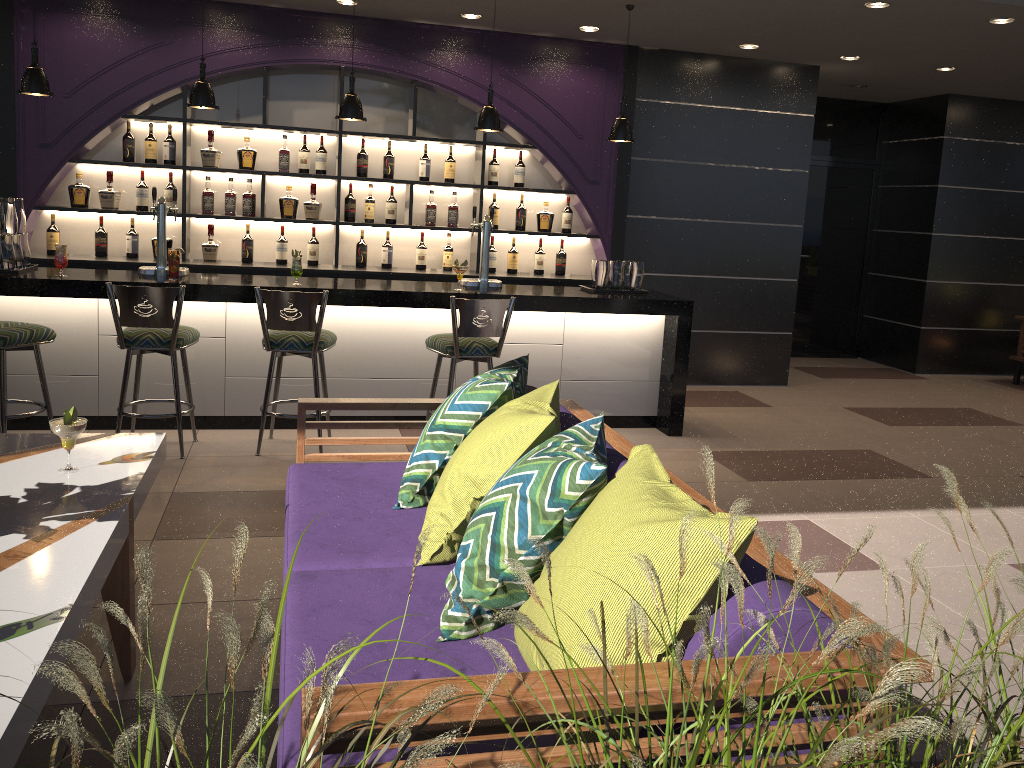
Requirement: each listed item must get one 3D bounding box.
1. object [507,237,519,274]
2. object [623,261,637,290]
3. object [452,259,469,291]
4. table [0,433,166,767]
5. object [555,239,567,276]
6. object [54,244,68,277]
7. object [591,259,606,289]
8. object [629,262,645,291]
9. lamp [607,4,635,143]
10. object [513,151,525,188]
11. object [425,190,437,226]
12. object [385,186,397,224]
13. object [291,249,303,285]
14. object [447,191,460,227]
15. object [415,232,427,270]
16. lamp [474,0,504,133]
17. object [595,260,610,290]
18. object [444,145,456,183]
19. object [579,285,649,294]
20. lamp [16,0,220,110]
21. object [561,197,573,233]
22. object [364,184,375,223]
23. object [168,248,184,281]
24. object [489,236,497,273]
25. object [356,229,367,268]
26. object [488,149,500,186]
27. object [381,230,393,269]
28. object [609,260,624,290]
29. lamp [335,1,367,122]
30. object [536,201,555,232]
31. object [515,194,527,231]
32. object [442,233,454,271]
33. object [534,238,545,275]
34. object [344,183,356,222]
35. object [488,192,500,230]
[{"bbox_3d":[0.008,-1.042,7.171,0.087,0.296,0.086,9,10,34],"label":"object"},{"bbox_3d":[0.818,-0.754,6.181,0.105,0.207,0.106,2,9,-9],"label":"object"},{"bbox_3d":[-0.324,-0.683,5.518,0.106,0.195,0.106,5,9,14],"label":"object"},{"bbox_3d":[-1.479,0.651,2.140,0.941,0.549,2.057,1,11,-14],"label":"table"},{"bbox_3d":[0.405,-1.043,7.285,0.087,0.296,0.086,9,10,34],"label":"object"},{"bbox_3d":[-2.532,-0.695,4.970,0.069,0.179,0.069,-4,11,-42],"label":"object"},{"bbox_3d":[0.597,-0.756,6.123,0.105,0.207,0.106,2,9,-9],"label":"object"},{"bbox_3d":[0.852,-0.731,6.073,0.105,0.207,0.106,2,9,-9],"label":"object"},{"bbox_3d":[0.737,-2.013,5.752,0.163,0.857,0.163,8,9,28],"label":"lamp"},{"bbox_3d":[0.064,-1.731,7.140,0.087,0.295,0.086,9,10,34],"label":"object"},{"bbox_3d":[-0.642,-1.395,7.018,0.083,0.279,0.083,1,8,-14],"label":"object"},{"bbox_3d":[-0.941,-1.398,6.910,0.087,0.296,0.086,9,10,34],"label":"object"},{"bbox_3d":[-1.283,-0.698,5.278,0.069,0.209,0.069,-2,10,-31],"label":"object"},{"bbox_3d":[-0.464,-1.389,7.043,0.083,0.279,0.083,4,8,6],"label":"object"},{"bbox_3d":[-0.716,-1.055,7.018,0.087,0.296,0.086,9,10,34],"label":"object"},{"bbox_3d":[-0.123,-2.021,5.538,0.163,0.857,0.163,8,9,28],"label":"lamp"},{"bbox_3d":[0.611,-0.734,6.016,0.105,0.207,0.106,2,9,-9],"label":"object"},{"bbox_3d":[-0.489,-1.735,7.001,0.087,0.296,0.086,9,10,34],"label":"object"},{"bbox_3d":[0.709,-0.655,6.132,0.437,0.018,0.275,1,12,-14],"label":"object"},{"bbox_3d":[-2.219,-2.040,5.017,1.080,0.857,0.194,1,8,-14],"label":"lamp"},{"bbox_3d":[0.454,-1.385,7.257,0.087,0.296,0.086,9,10,34],"label":"object"},{"bbox_3d":[-1.106,-1.406,6.892,0.080,0.297,0.081,2,8,-12],"label":"object"},{"bbox_3d":[-1.943,-0.693,5.111,0.084,0.188,0.067,5,8,11],"label":"object"},{"bbox_3d":[-0.165,-1.049,7.150,0.087,0.295,0.086,9,10,34],"label":"object"},{"bbox_3d":[-1.168,-1.054,6.881,0.087,0.295,0.086,9,10,34],"label":"object"},{"bbox_3d":[-0.145,-1.735,7.094,0.087,0.296,0.086,9,10,34],"label":"object"},{"bbox_3d":[-0.977,-1.063,6.943,0.086,0.312,0.105,2,8,-9],"label":"object"},{"bbox_3d":[0.716,-0.743,6.092,0.105,0.207,0.106,2,9,-9],"label":"object"},{"bbox_3d":[-0.956,-2.029,5.331,0.163,0.857,0.163,8,9,28],"label":"lamp"},{"bbox_3d":[0.270,-1.358,7.194,0.151,0.246,0.095,4,8,5],"label":"object"},{"bbox_3d":[0.074,-1.383,7.137,0.087,0.295,0.086,9,10,34],"label":"object"},{"bbox_3d":[-0.511,-1.062,7.110,0.080,0.297,0.081,2,8,-12],"label":"object"},{"bbox_3d":[0.228,-1.047,7.253,0.087,0.296,0.086,9,10,34],"label":"object"},{"bbox_3d":[-1.248,-1.400,6.829,0.087,0.296,0.086,9,10,34],"label":"object"},{"bbox_3d":[-0.145,-1.384,7.081,0.087,0.296,0.086,9,10,34],"label":"object"}]
